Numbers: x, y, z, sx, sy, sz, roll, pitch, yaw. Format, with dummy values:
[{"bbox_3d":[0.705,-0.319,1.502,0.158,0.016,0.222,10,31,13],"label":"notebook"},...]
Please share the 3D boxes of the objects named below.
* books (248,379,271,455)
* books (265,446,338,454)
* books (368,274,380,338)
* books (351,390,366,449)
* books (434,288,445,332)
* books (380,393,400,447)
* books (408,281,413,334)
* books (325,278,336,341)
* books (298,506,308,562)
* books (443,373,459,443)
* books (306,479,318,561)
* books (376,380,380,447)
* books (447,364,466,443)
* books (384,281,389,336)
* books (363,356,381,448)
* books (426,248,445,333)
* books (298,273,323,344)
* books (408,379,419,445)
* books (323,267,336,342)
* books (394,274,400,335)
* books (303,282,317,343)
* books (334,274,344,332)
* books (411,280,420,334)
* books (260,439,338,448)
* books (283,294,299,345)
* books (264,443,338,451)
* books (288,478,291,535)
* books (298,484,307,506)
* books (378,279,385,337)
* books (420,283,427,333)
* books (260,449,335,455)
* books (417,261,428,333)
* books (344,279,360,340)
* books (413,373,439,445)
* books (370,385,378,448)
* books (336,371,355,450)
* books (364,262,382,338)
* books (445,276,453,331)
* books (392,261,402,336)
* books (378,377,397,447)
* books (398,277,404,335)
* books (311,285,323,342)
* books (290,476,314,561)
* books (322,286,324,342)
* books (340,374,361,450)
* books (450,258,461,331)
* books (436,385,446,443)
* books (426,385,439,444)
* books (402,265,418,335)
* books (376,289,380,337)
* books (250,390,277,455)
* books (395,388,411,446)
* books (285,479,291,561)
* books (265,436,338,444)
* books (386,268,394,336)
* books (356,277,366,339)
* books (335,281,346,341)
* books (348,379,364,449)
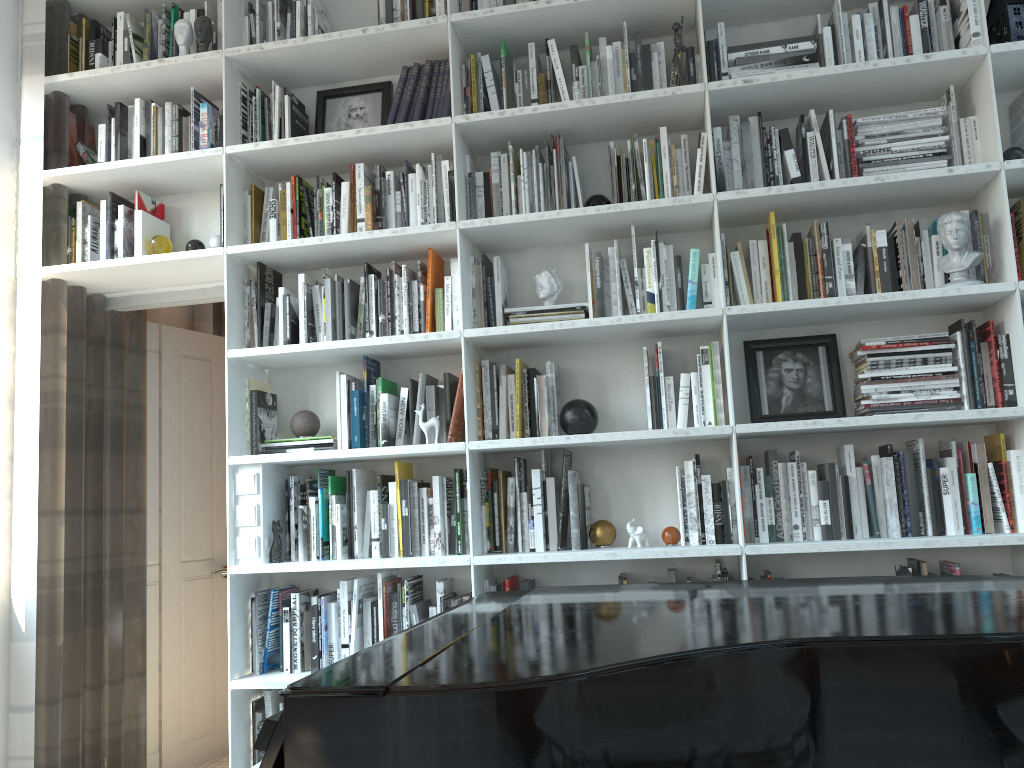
[{"bbox_3d":[-0.922,0.133,3.245,0.012,0.284,0.159,-4,-7,10],"label":"books"},{"bbox_3d":[-0.736,0.242,3.193,0.254,0.012,0.161,-4,-8,11],"label":"books"},{"bbox_3d":[-0.478,-0.251,3.200,0.021,0.256,0.156,-4,-7,10],"label":"books"},{"bbox_3d":[-0.518,0.136,3.131,0.029,0.208,0.189,-4,-8,10],"label":"books"},{"bbox_3d":[-0.237,-0.233,3.148,0.030,0.183,0.152,-4,-8,10],"label":"books"},{"bbox_3d":[-0.416,0.138,3.113,0.029,0.190,0.189,-4,-8,10],"label":"books"},{"bbox_3d":[-0.341,-0.242,3.171,0.012,0.217,0.160,-4,-7,10],"label":"books"},{"bbox_3d":[-0.628,-0.238,3.208,0.021,0.247,0.189,-4,-7,10],"label":"books"},{"bbox_3d":[-0.704,0.523,3.121,0.019,0.189,0.193,-4,-8,10],"label":"books"},{"bbox_3d":[-0.205,0.095,3.101,0.021,0.251,0.154,-4,-7,10],"label":"books"},{"bbox_3d":[-0.689,0.480,3.144,0.008,0.279,0.164,-4,-7,10],"label":"books"},{"bbox_3d":[-0.448,0.115,3.153,0.022,0.248,0.129,-4,-7,10],"label":"books"},{"bbox_3d":[-0.163,0.074,3.055,0.082,0.276,0.228,-4,-8,10],"label":"books"},{"bbox_3d":[-0.428,-0.241,3.187,0.013,0.227,0.152,-4,-7,10],"label":"books"},{"bbox_3d":[-0.496,0.076,3.168,0.011,0.335,0.153,-4,-7,10],"label":"books"},{"bbox_3d":[-0.273,-0.302,3.159,0.035,0.325,0.170,-4,-7,10],"label":"books"},{"bbox_3d":[-0.731,-0.245,3.243,0.023,0.281,0.174,-4,-7,10],"label":"books"},{"bbox_3d":[-0.335,0.111,3.134,0.013,0.241,0.141,-4,-7,10],"label":"books"},{"bbox_3d":[-0.643,-0.259,3.221,0.011,0.293,0.183,-4,-7,10],"label":"books"},{"bbox_3d":[-0.393,-0.255,3.188,0.011,0.251,0.139,-4,-7,10],"label":"books"},{"bbox_3d":[-0.715,-0.230,3.229,0.011,0.245,0.176,-4,-7,10],"label":"books"},{"bbox_3d":[-0.609,-0.249,3.223,0.011,0.270,0.158,-4,-7,10],"label":"books"},{"bbox_3d":[-0.324,-0.245,3.172,0.021,0.220,0.148,-4,-7,10],"label":"books"},{"bbox_3d":[-0.738,0.217,3.189,0.285,0.012,0.159,-5,-8,14],"label":"books"},{"bbox_3d":[-0.780,-0.206,3.225,0.028,0.203,0.188,-4,-8,10],"label":"books"},{"bbox_3d":[-0.737,0.230,3.190,0.254,0.012,0.161,-4,-8,8],"label":"books"},{"bbox_3d":[-0.760,0.482,3.172,0.016,0.289,0.152,-4,-7,10],"label":"books"},{"bbox_3d":[-0.715,0.489,3.143,0.007,0.263,0.177,-4,-7,10],"label":"books"},{"bbox_3d":[-0.443,-0.242,3.178,0.013,0.229,0.177,-4,-7,10],"label":"books"},{"bbox_3d":[-0.294,-0.240,3.155,0.013,0.203,0.161,-4,-7,10],"label":"books"},{"bbox_3d":[-0.736,0.254,3.187,0.285,0.012,0.159,-5,-8,13],"label":"books"},{"bbox_3d":[-0.307,-0.281,3.178,0.015,0.292,0.144,-4,-7,10],"label":"books"},{"bbox_3d":[-0.560,-0.240,3.204,0.023,0.242,0.184,-4,-7,10],"label":"books"},{"bbox_3d":[-0.302,0.100,3.114,0.060,0.255,0.158,-4,-7,10],"label":"books"},{"bbox_3d":[-0.472,0.127,3.163,0.030,0.231,0.148,-4,-7,10],"label":"books"},{"bbox_3d":[-0.590,0.107,3.172,0.012,0.284,0.159,-4,-7,10],"label":"books"},{"bbox_3d":[-0.497,-0.273,3.196,0.013,0.299,0.152,-4,-7,10],"label":"books"},{"bbox_3d":[-0.209,-0.255,3.145,0.031,0.223,0.145,-4,-7,10],"label":"books"},{"bbox_3d":[-0.404,-0.279,3.198,0.011,0.303,0.130,-4,-7,10],"label":"books"},{"bbox_3d":[-0.435,0.111,3.132,0.011,0.250,0.172,-4,-7,10],"label":"books"},{"bbox_3d":[-0.372,-0.250,3.193,0.028,0.242,0.132,-4,-7,10],"label":"books"},{"bbox_3d":[-0.681,-0.228,3.247,0.049,0.242,0.139,-4,-7,10],"label":"books"},{"bbox_3d":[-0.746,0.478,3.162,0.014,0.294,0.171,-4,-7,10],"label":"books"},{"bbox_3d":[-0.653,-0.226,3.222,0.014,0.229,0.148,-4,-7,10],"label":"books"},{"bbox_3d":[-0.573,0.111,3.166,0.024,0.272,0.150,-4,-7,10],"label":"books"},{"bbox_3d":[-0.181,-0.288,3.148,0.027,0.285,0.148,-4,-7,10],"label":"books"},{"bbox_3d":[-0.228,0.117,3.100,0.027,0.209,0.144,-4,-7,10],"label":"books"},{"bbox_3d":[-0.258,0.119,3.096,0.030,0.207,0.172,-4,-8,10],"label":"books"},{"bbox_3d":[-0.358,-0.272,3.163,0.015,0.274,0.157,-4,-7,10],"label":"books"},{"bbox_3d":[-0.456,-0.227,3.194,0.021,0.204,0.130,-4,-7,10],"label":"books"},{"bbox_3d":[-0.903,0.151,3.229,0.028,0.242,0.157,-4,-7,10],"label":"books"},{"bbox_3d":[-0.368,0.127,3.139,0.056,0.214,0.143,-4,-7,10],"label":"books"},{"bbox_3d":[-0.771,0.485,3.175,0.008,0.284,0.159,-4,-7,10],"label":"books"},{"bbox_3d":[-0.737,0.206,3.198,0.254,0.012,0.161,-4,-8,11],"label":"books"},{"bbox_3d":[-0.417,-0.265,3.183,0.012,0.272,0.145,-4,-7,10],"label":"books"},{"bbox_3d":[-0.523,-0.247,3.216,0.048,0.256,0.142,-4,-7,10],"label":"books"},{"bbox_3d":[-0.594,-0.236,3.202,0.024,0.237,0.167,-4,-7,10],"label":"books"},{"bbox_3d":[-0.544,0.119,3.168,0.031,0.255,0.143,-4,-7,10],"label":"books"}]
